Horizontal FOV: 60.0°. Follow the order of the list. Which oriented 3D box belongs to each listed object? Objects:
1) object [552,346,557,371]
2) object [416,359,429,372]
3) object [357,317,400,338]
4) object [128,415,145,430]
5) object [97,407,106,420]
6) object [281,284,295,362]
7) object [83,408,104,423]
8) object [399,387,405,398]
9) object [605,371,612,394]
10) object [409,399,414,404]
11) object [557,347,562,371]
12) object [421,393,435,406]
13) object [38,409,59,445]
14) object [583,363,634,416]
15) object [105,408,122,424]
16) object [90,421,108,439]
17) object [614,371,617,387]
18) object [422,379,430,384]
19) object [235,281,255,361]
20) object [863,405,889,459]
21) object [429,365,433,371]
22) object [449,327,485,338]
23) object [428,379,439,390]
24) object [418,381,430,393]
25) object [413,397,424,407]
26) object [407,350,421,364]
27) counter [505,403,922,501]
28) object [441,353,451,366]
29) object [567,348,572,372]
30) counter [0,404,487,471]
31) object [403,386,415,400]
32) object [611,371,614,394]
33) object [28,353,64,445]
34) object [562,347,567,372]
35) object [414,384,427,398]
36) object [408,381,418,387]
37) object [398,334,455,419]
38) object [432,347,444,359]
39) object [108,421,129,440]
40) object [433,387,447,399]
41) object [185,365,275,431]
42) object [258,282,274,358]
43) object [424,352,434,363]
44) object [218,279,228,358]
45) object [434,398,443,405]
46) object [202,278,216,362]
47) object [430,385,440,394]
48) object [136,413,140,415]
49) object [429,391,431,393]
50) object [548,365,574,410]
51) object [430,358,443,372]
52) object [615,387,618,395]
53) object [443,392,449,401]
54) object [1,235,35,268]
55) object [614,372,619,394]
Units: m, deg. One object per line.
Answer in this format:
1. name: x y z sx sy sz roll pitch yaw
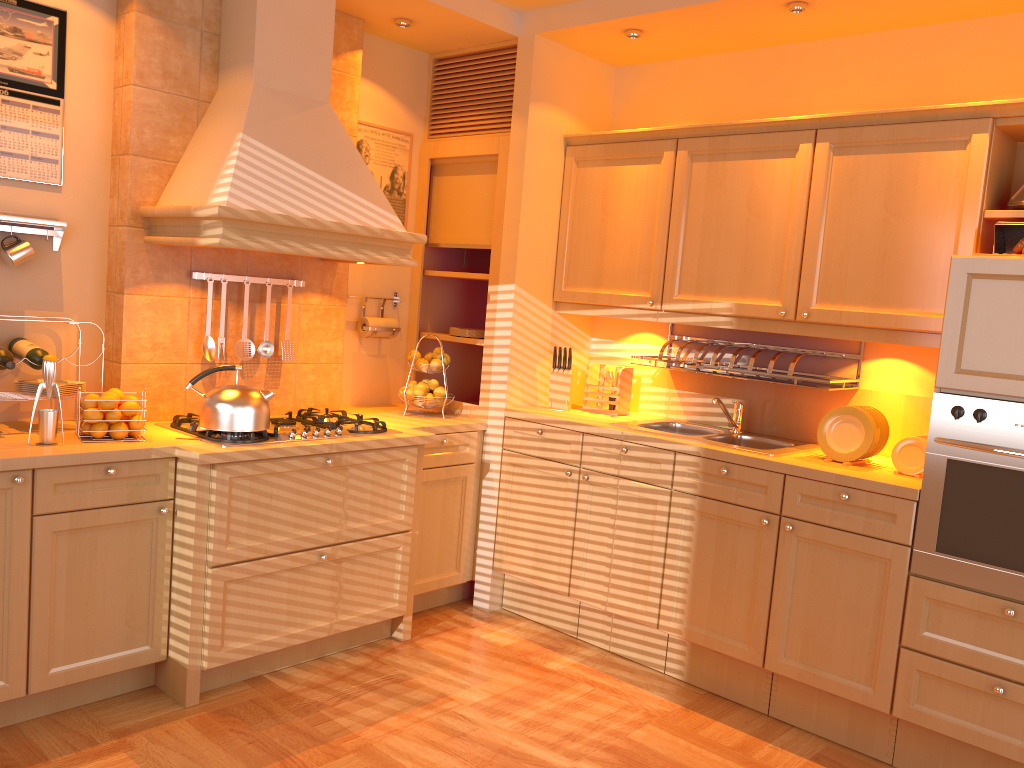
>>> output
1. object: 0.193 -0.044 4.120 0.019 0.265 0.037 5 6 6
2. object: -0.414 -0.087 4.103 0.064 0.058 0.063 5 6 8
3. object: -0.633 -0.268 4.215 0.096 0.094 0.186 10 8 42
4. object: -1.265 0.131 2.991 0.052 0.054 0.061 3 6 -21
5. object: -1.381 0.096 2.969 0.051 0.053 0.064 5 6 5
6. object: -0.929 -0.255 3.704 0.020 0.323 0.061 10 8 42
7. object: -1.375 0.104 2.912 0.063 0.051 0.053 2 6 -29
8. object: -0.497 0.040 4.135 0.056 0.057 0.053 7 6 19
9. object: 0.447 0.035 4.093 0.042 0.192 0.040 5 6 3
10. object: -0.458 0.074 4.150 0.046 0.043 0.047 5 6 2
11. object: 0.214 -0.041 4.115 0.019 0.265 0.038 7 6 25
12. object: -0.385 0.071 4.065 0.064 0.062 0.064 8 6 29
13. object: -1.472 0.136 2.814 0.060 0.106 0.060 6 6 10
14. object: 0.448 0.023 4.144 0.200 0.221 0.103 10 8 42
15. object: -1.328 0.105 2.953 0.052 0.053 0.062 2 6 -26
16. object: -1.363 0.151 2.928 0.052 0.057 0.060 5 6 4
17. object: 0.473 0.038 4.110 0.023 0.196 0.018 -1 8 -43
18. object: -0.396 -0.004 4.138 0.051 0.048 0.050 3 6 -15
19. object: -1.064 -0.254 3.557 0.017 0.320 0.090 10 8 42
20. object: 1.306 0.179 3.314 0.205 0.200 0.049 10 8 43
21. object: -0.360 -0.089 4.158 0.058 0.059 0.058 3 6 -17
22. object: -0.197 -0.250 4.369 0.222 0.039 0.222 1 7 -31
23. object: -0.361 0.003 4.084 0.049 0.052 0.050 0 7 -40
24. object: -0.408 0.020 4.088 0.063 0.061 0.063 6 6 16
25. object: -0.431 0.077 4.105 0.052 0.056 0.057 5 6 4
26. object: -0.454 -0.125 4.127 0.061 0.064 0.063 0 7 -38
27. counter: 0.830 0.234 3.638 1.800 0.038 0.600 10 8 42
28. object: -0.316 -0.113 4.138 0.058 0.060 0.057 2 6 -27
29. object: 0.259 -0.036 4.102 0.019 0.265 0.037 7 6 25
30. counter: -1.028 0.187 3.399 0.770 0.038 2.250 10 8 42
31. object: -0.469 0.041 4.074 0.063 0.063 0.063 1 7 -36
32. object: 0.463 0.039 4.091 0.020 0.196 0.017 2 6 -22
33. object: -1.474 0.046 2.794 0.101 0.288 0.088 10 8 42
34. object: 0.237 -0.039 4.108 0.019 0.265 0.038 7 6 25
35. object: -0.416 0.032 4.034 0.056 0.063 0.065 6 6 18
36. object: -0.456 0.013 4.126 0.055 0.058 0.056 3 6 -12
37. object: -0.393 -0.043 4.133 0.265 0.376 0.265 5 6 1
38. object: -0.341 -0.141 4.104 0.055 0.059 0.058 4 6 -2
39. object: -1.319 0.156 2.971 0.074 0.063 0.064 7 6 22
40. object: -0.329 0.041 4.070 0.063 0.060 0.064 1 7 -33
41. object: -0.983 0.040 3.149 0.242 0.215 0.251 8 6 29
42. object: -1.012 -0.263 3.638 0.037 0.309 0.077 10 7 41
43. object: -0.383 -0.124 4.135 0.050 0.051 0.051 2 6 -24
44. object: -1.137 -0.253 3.485 0.006 0.319 0.028 10 8 42
45. object: -0.350 0.077 4.122 0.063 0.061 0.064 7 6 20
46. object: -1.168 -0.248 3.435 0.028 0.323 0.055 10 8 42
47. object: -0.354 0.028 4.150 0.057 0.059 0.058 5 6 6
48. object: -1.305 0.115 3.046 0.051 0.055 0.061 3 6 -19
49. object: -0.401 0.025 4.187 0.059 0.055 0.058 0 7 -40
50. object: 0.228 0.017 4.129 0.100 0.200 0.070 6 6 15
51. object: -0.348 -0.088 4.096 0.064 0.063 0.063 1 7 -31
52. object: 0.488 0.035 4.121 0.042 0.192 0.040 5 6 2
53. object: -0.329 0.054 4.192 0.059 0.059 0.058 4 6 -4
54. object: -1.691 -0.453 3.036 0.066 0.111 0.103 9 7 35
55. object: 0.474 0.040 4.088 0.018 0.196 0.022 -1 8 -43
